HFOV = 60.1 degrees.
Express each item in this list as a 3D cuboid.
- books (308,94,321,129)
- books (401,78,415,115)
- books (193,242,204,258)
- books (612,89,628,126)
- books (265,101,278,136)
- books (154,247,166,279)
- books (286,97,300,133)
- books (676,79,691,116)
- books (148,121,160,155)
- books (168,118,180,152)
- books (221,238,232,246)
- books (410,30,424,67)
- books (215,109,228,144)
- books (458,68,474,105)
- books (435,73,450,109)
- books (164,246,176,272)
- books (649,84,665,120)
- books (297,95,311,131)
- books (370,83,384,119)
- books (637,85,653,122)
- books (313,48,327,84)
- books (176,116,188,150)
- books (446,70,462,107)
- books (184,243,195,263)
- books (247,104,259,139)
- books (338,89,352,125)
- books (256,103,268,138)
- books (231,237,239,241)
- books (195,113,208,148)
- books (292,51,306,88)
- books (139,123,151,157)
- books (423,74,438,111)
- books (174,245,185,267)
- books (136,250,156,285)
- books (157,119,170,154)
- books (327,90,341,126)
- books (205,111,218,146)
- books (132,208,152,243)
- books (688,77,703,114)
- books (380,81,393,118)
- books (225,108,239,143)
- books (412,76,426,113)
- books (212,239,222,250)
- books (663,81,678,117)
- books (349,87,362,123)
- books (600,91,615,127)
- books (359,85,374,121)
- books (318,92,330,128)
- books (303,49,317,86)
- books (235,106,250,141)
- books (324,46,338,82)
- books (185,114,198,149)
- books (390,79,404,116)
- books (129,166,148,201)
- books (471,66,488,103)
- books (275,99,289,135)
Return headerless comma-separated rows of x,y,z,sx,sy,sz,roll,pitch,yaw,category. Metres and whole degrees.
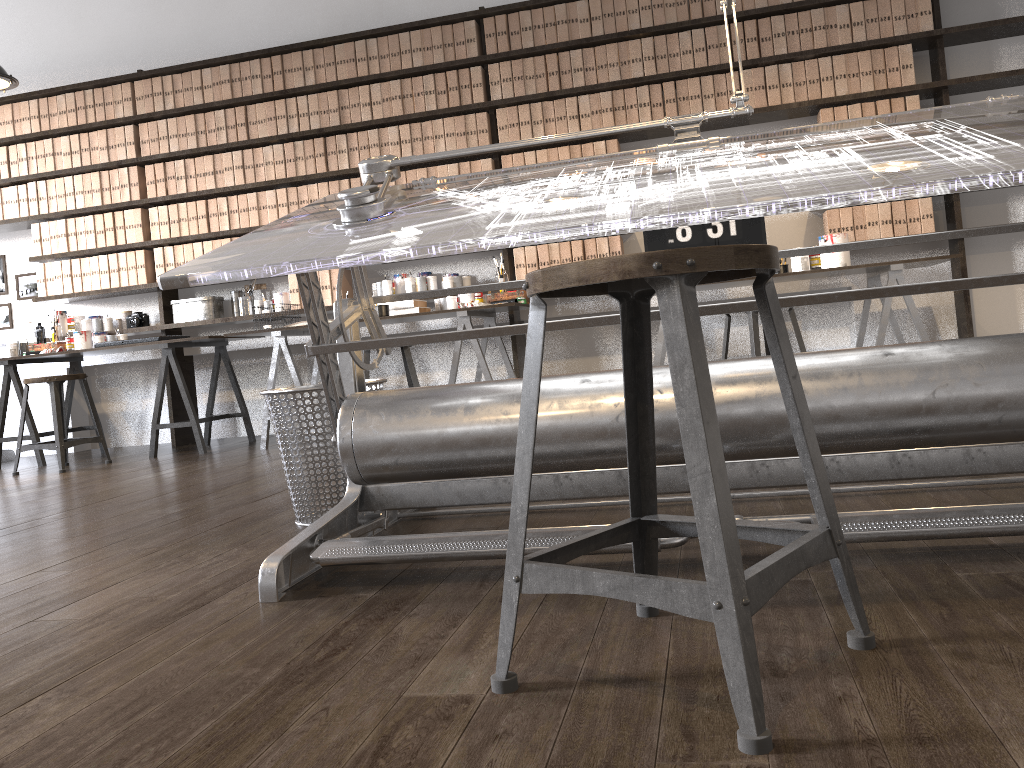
-1.203,-1.686,5.561,0.066,0.225,0.175,-6,0,13,books
-0.611,-1.738,5.432,0.066,0.226,0.175,-6,0,13,books
-1.980,-0.797,5.738,0.067,0.226,0.175,-6,0,13,books
0.635,-1.578,5.159,0.066,0.226,0.175,-6,0,13,books
-1.488,-1.660,5.620,0.067,0.226,0.175,-6,0,13,books
-2.255,-0.773,5.797,0.066,0.226,0.175,-6,0,13,books
-1.346,-1.673,5.592,0.066,0.226,0.174,-6,0,13,books
0.987,-1.609,5.082,0.066,0.225,0.175,-6,0,13,books
-2.294,-1.589,5.804,0.066,0.226,0.175,-6,0,13,books
-2.155,-1.601,5.771,0.066,0.225,0.175,-6,0,13,books
-1.784,-0.815,5.694,0.067,0.226,0.175,-6,0,13,books
-0.553,-2.022,5.414,0.066,0.225,0.175,-6,0,13,books
-1.826,-1.631,5.697,0.066,0.226,0.174,-6,0,13,books
-0.259,-1.769,5.355,0.066,0.225,0.175,-6,0,13,books
-0.404,-1.757,5.387,0.066,0.226,0.175,-6,0,13,books
-2.184,-0.779,5.785,0.066,0.226,0.174,-6,0,13,books
0.842,-1.597,5.114,0.066,0.226,0.175,-6,0,13,books
-1.274,-1.679,5.574,0.067,0.226,0.175,-6,0,13,books
-0.803,-1.721,5.472,0.066,0.225,0.175,-6,0,13,books
0.772,-1.590,5.125,0.066,0.226,0.174,-6,0,13,books
-1.169,-1.967,5.554,0.066,0.226,0.174,-6,0,13,books
-2.094,-1.607,5.759,0.066,0.225,0.175,-6,0,13,books
-0.332,-1.763,5.366,0.067,0.226,0.175,-6,0,13,books
-2.047,-0.792,5.757,0.066,0.226,0.175,-6,0,13,books
-1.611,-1.650,5.654,0.066,0.225,0.175,-6,0,13,books
-1.009,-1.703,5.522,0.066,0.226,0.174,-6,0,13,books
-1.548,-1.655,5.638,0.066,0.225,0.175,-6,0,13,books
-1.717,-0.821,5.685,0.066,0.226,0.175,-6,0,13,books
-1.963,-1.619,5.732,0.066,0.226,0.175,-6,0,13,books
-1.309,-1.955,5.578,0.066,0.226,0.175,-6,0,13,books
-2.361,-1.583,5.821,0.066,0.226,0.174,-6,0,13,books
-0.474,-1.750,5.398,0.066,0.226,0.174,-6,0,13,books
-2.115,-0.786,5.774,0.066,0.226,0.174,-6,0,13,books
-2.384,-0.762,5.827,0.067,0.226,0.175,-6,0,13,books
-2.226,-1.595,5.785,0.067,0.226,0.175,-6,0,13,books
-1.078,-1.697,5.530,0.067,0.226,0.175,-6,0,13,books
-1.894,-1.625,5.716,0.066,0.226,0.174,-6,0,13,books
-2.406,-1.032,5.828,0.067,0.226,0.175,-6,0,13,books
1.049,-1.615,5.061,0.066,0.226,0.175,-6,0,13,books
-0.742,-1.727,5.460,0.066,0.225,0.175,-6,0,13,books
-1.756,-1.637,5.686,0.066,0.226,0.175,-6,0,13,books
-0.542,-1.744,5.417,0.066,0.226,0.174,-6,0,13,books
-1.848,-0.809,5.712,0.066,0.225,0.175,-6,0,13,books
0.914,-1.603,5.092,0.067,0.226,0.175,-6,0,13,books
-0.941,-1.709,5.505,0.066,0.226,0.175,-6,0,13,books
0.568,-1.572,5.168,0.067,0.226,0.175,-6,0,13,books
-0.874,-1.715,5.486,0.067,0.226,0.175,-6,0,13,books
-1.142,-1.691,5.549,0.066,0.225,0.175,-6,0,13,books
-1.237,-1.961,5.566,0.066,0.226,0.174,-6,0,13,books
-1.684,-1.643,5.665,0.067,0.226,0.175,-6,0,13,books
-1.101,-1.973,5.537,0.066,0.226,0.175,-6,0,13,books
-2.030,-1.612,5.740,0.067,0.226,0.175,-6,0,13,books
-0.678,-1.732,5.441,0.067,0.226,0.175,-6,0,13,books
-2.434,-1.308,5.839,0.066,0.226,0.175,-6,0,13,books
-0.186,-1.776,5.336,0.066,0.225,0.175,-6,0,13,books
-1.417,-1.667,5.604,0.066,0.226,0.175,-6,0,13,books
